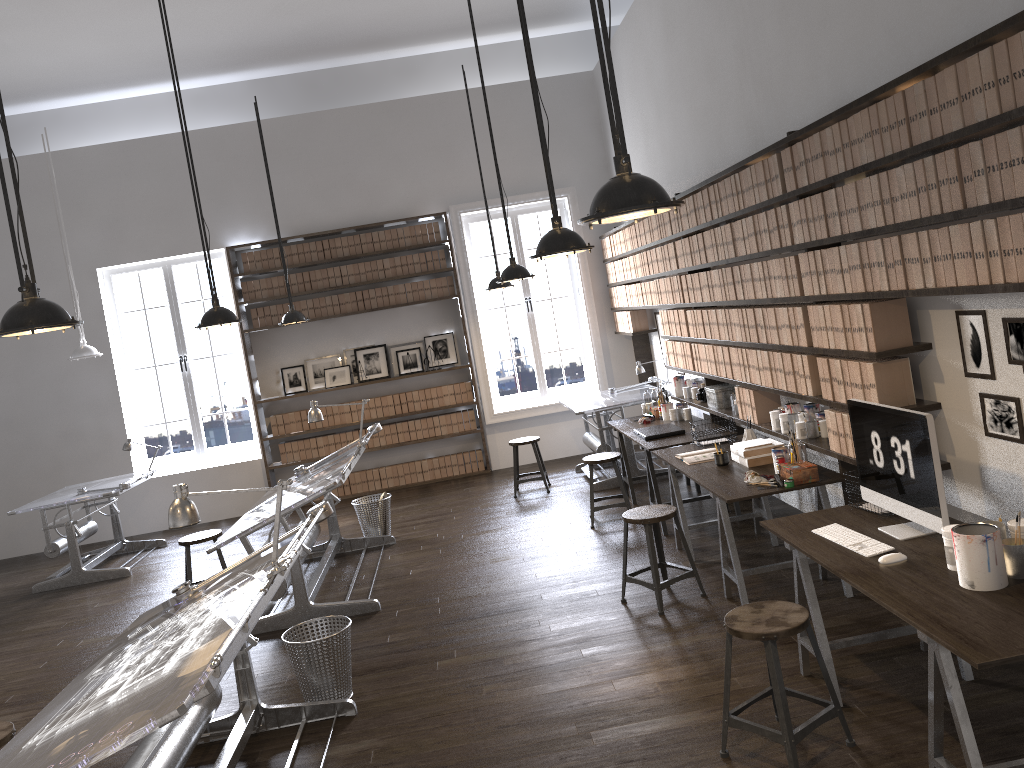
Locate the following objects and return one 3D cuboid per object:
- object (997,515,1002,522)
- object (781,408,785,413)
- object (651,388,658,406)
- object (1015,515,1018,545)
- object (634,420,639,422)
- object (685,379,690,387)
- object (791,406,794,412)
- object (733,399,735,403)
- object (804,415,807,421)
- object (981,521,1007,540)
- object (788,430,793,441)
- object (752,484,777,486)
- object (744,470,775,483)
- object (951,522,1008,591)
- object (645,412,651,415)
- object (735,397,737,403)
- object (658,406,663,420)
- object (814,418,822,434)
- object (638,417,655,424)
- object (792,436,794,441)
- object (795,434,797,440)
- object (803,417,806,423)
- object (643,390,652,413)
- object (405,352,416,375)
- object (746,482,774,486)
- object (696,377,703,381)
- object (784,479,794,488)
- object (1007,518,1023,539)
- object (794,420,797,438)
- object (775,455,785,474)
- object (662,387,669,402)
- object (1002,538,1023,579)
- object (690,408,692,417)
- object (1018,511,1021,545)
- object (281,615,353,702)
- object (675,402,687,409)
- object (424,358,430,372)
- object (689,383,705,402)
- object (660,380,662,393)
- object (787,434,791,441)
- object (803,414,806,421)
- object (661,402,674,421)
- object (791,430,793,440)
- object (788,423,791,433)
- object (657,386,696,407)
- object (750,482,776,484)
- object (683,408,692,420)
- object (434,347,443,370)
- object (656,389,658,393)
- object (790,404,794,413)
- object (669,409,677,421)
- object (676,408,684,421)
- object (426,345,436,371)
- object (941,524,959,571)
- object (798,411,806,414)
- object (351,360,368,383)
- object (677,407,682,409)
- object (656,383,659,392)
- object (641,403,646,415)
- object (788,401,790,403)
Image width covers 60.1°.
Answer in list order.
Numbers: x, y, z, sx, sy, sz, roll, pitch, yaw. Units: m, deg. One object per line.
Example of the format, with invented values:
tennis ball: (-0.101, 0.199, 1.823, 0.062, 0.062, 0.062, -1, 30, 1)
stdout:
object: (1.704, 0.541, 3.181, 0.092, 0.142, 0.096, -11, 3, -24)
object: (1.692, 0.215, 5.473, 0.044, 0.127, 0.045, -10, 2, -3)
object: (1.272, 0.153, 7.833, 0.068, 0.237, 0.069, -10, 2, -7)
object: (1.679, 0.531, 2.951, 0.055, 0.180, 0.007, -11, 2, -22)
object: (1.110, 0.310, 7.634, 0.157, 0.006, 0.006, -12, 4, -24)
object: (1.552, 0.026, 7.781, 0.051, 0.139, 0.050, -10, 2, -6)
object: (1.709, 0.199, 5.329, 0.036, 0.148, 0.005, -9, 2, 19)
object: (1.591, 0.160, 6.300, 0.004, 0.103, 0.035, -10, 2, -8)
object: (1.711, 0.233, 5.113, 0.036, 0.119, 0.005, -10, 2, -7)
object: (1.661, 0.556, 3.062, 0.095, 0.143, 0.097, -9, 3, 13)
object: (1.494, 0.327, 4.695, 0.008, 0.186, 0.072, -8, 3, 39)
object: (1.336, 0.534, 4.685, 0.005, 0.005, 0.157, -12, 6, -38)
object: (1.329, 0.505, 4.806, 0.133, 0.050, 0.196, -13, 6, -33)
object: (1.536, 0.570, 2.910, 0.146, 0.196, 0.143, -11, 4, -31)
object: (1.196, 0.272, 7.778, 0.049, 0.037, 0.049, -10, 4, -7)
object: (1.605, 0.152, 6.308, 0.004, 0.127, 0.028, -10, 2, -5)
object: (1.273, 0.246, 7.522, 0.049, 0.111, 0.049, -10, 2, -7)
object: (1.760, 0.249, 5.071, 0.045, 0.102, 0.044, -10, 2, -12)
object: (1.130, 0.301, 7.530, 0.132, 0.050, 0.198, -7, 5, 26)
object: (1.501, 0.345, 4.688, 0.005, 0.147, 0.033, -8, 3, 40)
object: (1.512, 0.340, 4.689, 0.006, 0.157, 0.005, -11, 3, -41)
object: (1.710, 0.240, 5.133, 0.035, 0.104, 0.004, -10, 2, -6)
object: (1.203, 0.169, 7.828, 0.068, 0.229, 0.069, -10, 2, -7)
object: (-1.162, -0.233, 10.051, 0.124, 0.260, 0.040, -10, 2, -4)
object: (1.324, 0.529, 4.702, 0.156, 0.006, 0.006, -8, 4, 17)
object: (1.662, 0.004, 7.827, 0.070, 0.130, 0.070, -7, 4, 43)
object: (1.430, 0.512, 4.570, 0.049, 0.037, 0.049, -10, 4, 0)
object: (1.757, 0.542, 3.030, 0.094, 0.144, 0.095, -9, 3, 13)
object: (1.508, 0.304, 4.695, 0.020, 0.228, 0.007, -9, 2, 28)
object: (1.469, 0.447, 4.833, 0.049, 0.111, 0.050, -10, 2, 0)
object: (1.356, 0.142, 7.838, 0.068, 0.229, 0.069, -10, 2, -7)
object: (1.671, 0.581, 2.932, 0.083, 0.122, 0.082, -11, 3, -28)
object: (1.461, 0.246, 7.339, 0.054, 0.080, 0.054, -10, 3, -3)
object: (1.693, 0.529, 2.950, 0.045, 0.204, 0.007, -11, 2, -23)
object: (-0.958, 1.424, 4.492, 0.352, 0.377, 0.355, -9, 4, 18)
object: (1.424, 0.222, 7.417, 0.094, 0.128, 0.095, -10, 3, 0)
object: (-0.963, -0.218, 10.039, 0.066, 0.165, 0.040, -10, 2, -4)
object: (1.572, 0.081, 7.360, 0.237, 0.161, 0.107, -13, 4, -38)
object: (1.293, 0.083, 7.649, 0.021, 0.228, 0.007, -9, 2, 8)
object: (1.491, 0.340, 4.704, 0.008, 0.153, 0.037, -12, 3, -44)
object: (1.703, 0.235, 5.117, 0.030, 0.135, 0.004, -10, 2, -8)
object: (1.314, 0.231, 7.457, 0.104, 0.141, 0.105, -10, 3, -11)
object: (1.487, 0.331, 4.695, 0.021, 0.180, 0.005, -9, 2, 15)
object: (1.493, 0.313, 4.713, 0.007, 0.213, 0.055, -9, 2, 3)
object: (1.417, 0.110, 7.610, 0.344, 0.146, 0.077, -8, 3, 19)
object: (1.330, 0.526, 4.697, 0.011, 0.017, 0.171, -12, 5, -35)
object: (1.436, 0.247, 7.254, 0.062, 0.094, 0.061, -12, 4, -44)
object: (-0.848, -0.292, 10.109, 0.110, 0.261, 0.040, -10, 2, -4)
object: (1.276, 0.119, 7.655, 0.037, 0.153, 0.005, -10, 2, -8)
object: (1.703, 0.201, 5.336, 0.029, 0.168, 0.004, -9, 2, 18)
object: (1.339, 0.255, 7.349, 0.061, 0.094, 0.062, -7, 4, 36)
object: (1.386, 0.252, 7.298, 0.063, 0.093, 0.062, -12, 4, -44)
object: (-0.918, -0.299, 10.076, 0.118, 0.303, 0.040, -10, 2, -4)
object: (1.556, 0.571, 3.082, 0.094, 0.144, 0.095, -8, 3, 22)
object: (1.735, 0.226, 5.272, 0.045, 0.127, 0.044, -9, 2, 14)
object: (-1.730, -0.134, 9.999, 0.174, 0.260, 0.040, -10, 2, -4)
object: (1.400, 0.244, 7.353, 0.044, 0.101, 0.045, -10, 2, -4)
object: (1.272, 0.095, 7.644, 0.007, 0.214, 0.055, -8, 2, 32)
object: (1.195, 0.227, 7.899, 0.068, 0.104, 0.068, -10, 3, 1)
object: (1.739, 0.179, 5.513, 0.009, 0.168, 0.041, -10, 2, 0)
